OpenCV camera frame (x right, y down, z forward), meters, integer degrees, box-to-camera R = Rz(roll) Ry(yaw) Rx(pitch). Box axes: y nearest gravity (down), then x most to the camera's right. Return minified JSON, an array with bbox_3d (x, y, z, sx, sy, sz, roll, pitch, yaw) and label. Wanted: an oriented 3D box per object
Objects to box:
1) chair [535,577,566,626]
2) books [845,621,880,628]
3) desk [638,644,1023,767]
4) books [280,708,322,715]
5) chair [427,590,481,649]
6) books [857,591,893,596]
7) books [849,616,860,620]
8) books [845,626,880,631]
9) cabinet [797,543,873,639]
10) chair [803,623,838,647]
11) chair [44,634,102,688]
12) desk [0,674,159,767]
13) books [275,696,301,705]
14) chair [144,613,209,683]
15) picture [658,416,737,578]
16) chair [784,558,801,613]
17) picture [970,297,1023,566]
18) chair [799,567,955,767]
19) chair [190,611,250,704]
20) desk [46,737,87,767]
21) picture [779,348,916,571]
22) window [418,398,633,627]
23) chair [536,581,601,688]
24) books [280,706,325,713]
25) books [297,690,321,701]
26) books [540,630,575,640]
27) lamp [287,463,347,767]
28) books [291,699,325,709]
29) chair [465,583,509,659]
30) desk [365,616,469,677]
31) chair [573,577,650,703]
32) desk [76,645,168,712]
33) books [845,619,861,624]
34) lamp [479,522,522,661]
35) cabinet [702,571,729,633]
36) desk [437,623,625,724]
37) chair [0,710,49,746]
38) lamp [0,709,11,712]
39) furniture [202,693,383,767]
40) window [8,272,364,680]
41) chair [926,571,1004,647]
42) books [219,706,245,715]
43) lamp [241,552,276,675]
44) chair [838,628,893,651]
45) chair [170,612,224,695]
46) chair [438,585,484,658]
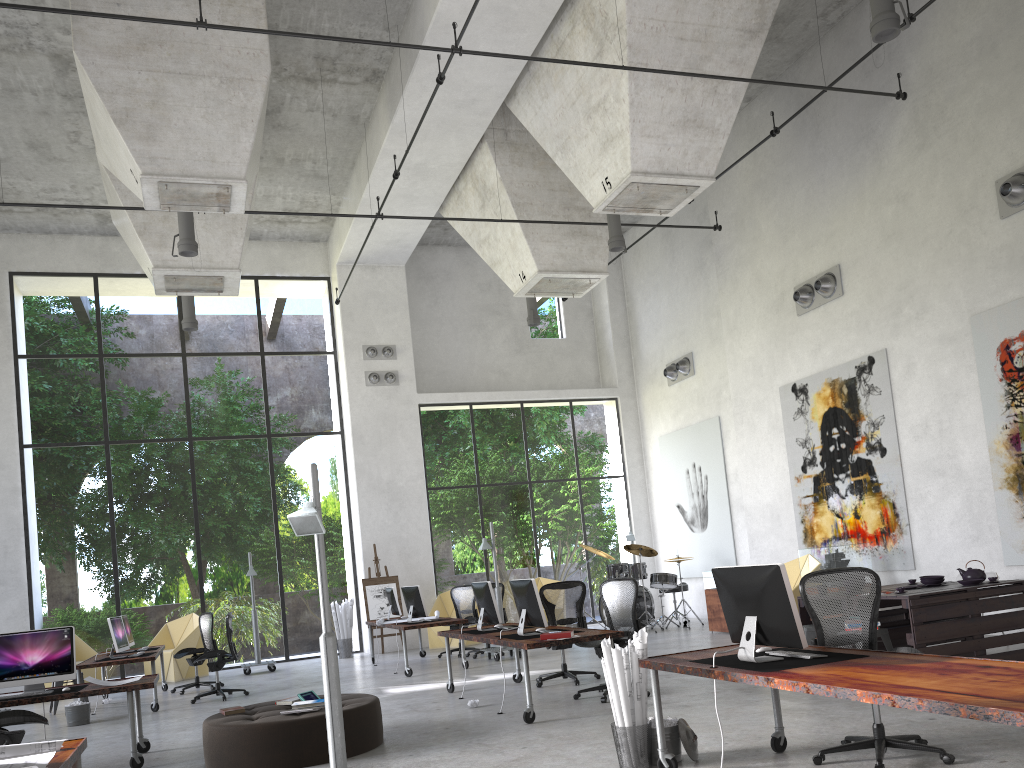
[{"bbox_3d":[0.604,4.354,17.132,0.979,1.155,0.949,-6,-7,0],"label":"chair"},{"bbox_3d":[3.265,2.240,8.194,0.285,0.033,0.200,-8,-12,11],"label":"books"},{"bbox_3d":[1.799,1.785,4.416,0.961,0.713,3.195,-3,-12,-20],"label":"desk"},{"bbox_3d":[-1.733,2.692,7.231,0.300,0.031,0.224,-5,-12,-5],"label":"books"},{"bbox_3d":[-1.115,4.519,17.093,0.989,1.155,0.939,-10,-8,28],"label":"chair"},{"bbox_3d":[3.537,2.033,8.565,0.308,0.030,0.224,-15,-15,37],"label":"books"},{"bbox_3d":[3.260,2.180,8.200,0.206,0.025,0.145,-11,-13,26],"label":"books"},{"bbox_3d":[3.269,2.274,8.191,0.287,0.034,0.199,-11,-13,26],"label":"books"},{"bbox_3d":[4.393,2.806,11.819,0.592,1.240,0.756,-4,-6,-20],"label":"cabinet"},{"bbox_3d":[3.182,2.716,8.989,0.422,0.483,0.442,-8,-8,15],"label":"chair"},{"bbox_3d":[-7.607,4.730,14.970,0.938,1.155,0.990,-8,-8,15],"label":"chair"},{"bbox_3d":[-4.689,3.087,7.504,3.120,0.716,0.993,-2,-10,-20],"label":"desk"},{"bbox_3d":[-1.949,2.836,7.878,0.199,0.034,0.287,-11,-13,25],"label":"books"},{"bbox_3d":[-6.076,4.776,15.929,0.987,1.155,0.941,-9,-8,25],"label":"chair"},{"bbox_3d":[3.670,2.360,17.590,0.020,2.982,2.379,-4,-7,-20],"label":"picture"},{"bbox_3d":[4.123,3.141,13.037,0.931,1.155,0.997,-3,-8,-22],"label":"chair"},{"bbox_3d":[6.060,0.419,9.476,0.020,2.983,2.258,-4,-7,-20],"label":"picture"},{"bbox_3d":[2.244,1.724,5.450,0.768,1.171,0.806,-2,-8,-31],"label":"chair"},{"bbox_3d":[-4.111,3.781,12.204,0.790,1.171,0.783,-2,-8,-31],"label":"chair"},{"bbox_3d":[-2.179,1.900,3.048,0.971,0.713,3.193,-3,-12,-20],"label":"desk"},{"bbox_3d":[4.844,1.267,12.936,0.020,2.982,2.397,-4,-7,-20],"label":"picture"},{"bbox_3d":[0.446,2.764,18.591,4.549,4.838,0.020,-3,-5,-20],"label":"window"},{"bbox_3d":[0.544,2.918,10.330,0.769,1.171,0.805,-1,-8,-36],"label":"chair"},{"bbox_3d":[-1.728,2.690,7.257,0.302,0.039,0.223,-9,-12,15],"label":"books"},{"bbox_3d":[-1.798,2.786,7.795,0.144,0.101,0.208,1,-12,-34],"label":"books"},{"bbox_3d":[0.412,2.280,7.972,0.286,0.051,0.205,-8,-12,12],"label":"books"},{"bbox_3d":[-1.104,1.539,5.260,0.580,2.128,0.602,-6,-5,5],"label":"lamp"},{"bbox_3d":[-1.733,2.744,7.537,0.284,0.033,0.201,-4,-12,-7],"label":"books"},{"bbox_3d":[-0.454,3.896,14.517,0.801,1.171,0.773,-10,-8,33],"label":"chair"},{"bbox_3d":[-1.549,4.126,13.978,0.971,0.713,3.193,-3,-12,-20],"label":"desk"},{"bbox_3d":[1.004,2.578,8.929,0.780,1.171,0.794,-11,-8,38],"label":"chair"},{"bbox_3d":[-5.527,4.241,12.609,0.961,0.713,3.195,-3,-12,-20],"label":"desk"},{"bbox_3d":[3.259,2.209,8.201,0.257,0.032,0.176,-13,-13,31],"label":"books"},{"bbox_3d":[-0.224,3.230,13.772,0.594,2.128,0.588,-4,-5,-20],"label":"lamp"},{"bbox_3d":[3.678,3.519,14.307,0.741,1.001,0.748,-3,-7,-20],"label":"cabinet"},{"bbox_3d":[0.085,2.972,9.256,0.971,0.713,3.193,-3,-12,-20],"label":"desk"},{"bbox_3d":[-3.967,2.652,6.884,0.781,1.171,0.793,-12,-9,43],"label":"chair"},{"bbox_3d":[-7.323,3.558,11.905,0.598,2.128,0.584,-7,-5,13],"label":"lamp"},{"bbox_3d":[-1.884,3.004,7.620,1.503,0.423,1.539,-2,-12,-18],"label":"furniture"},{"bbox_3d":[-6.205,1.694,17.113,5.944,7.761,0.068,-3,-5,-20],"label":"window"},{"bbox_3d":[5.065,2.537,9.794,0.771,0.809,0.706,0,-9,-35],"label":"chair"},{"bbox_3d":[-2.437,2.846,7.655,0.174,0.032,0.259,1,-13,-28],"label":"books"},{"bbox_3d":[-4.593,4.066,15.649,0.577,2.128,0.605,-4,-5,-20],"label":"lamp"},{"bbox_3d":[3.283,2.532,8.161,0.436,0.483,0.427,-2,-8,-25],"label":"chair"},{"bbox_3d":[-4.885,4.151,13.600,0.779,1.171,0.795,-10,-8,33],"label":"chair"},{"bbox_3d":[-0.886,4.050,15.047,0.775,1.171,0.799,-8,-7,19],"label":"chair"}]
